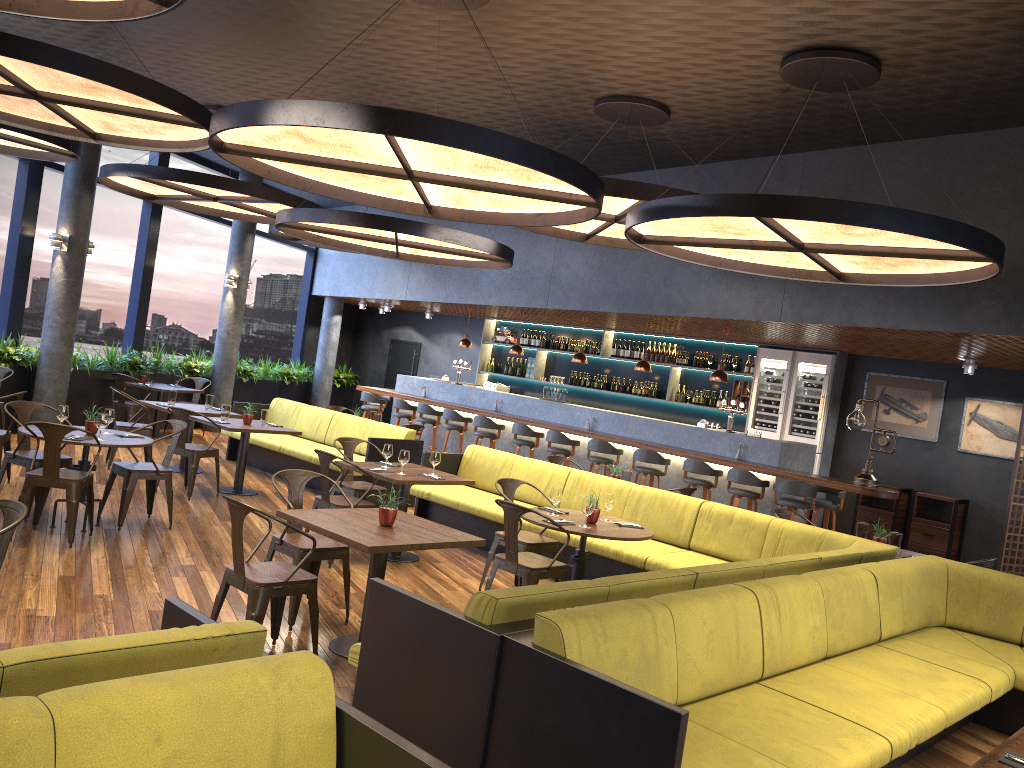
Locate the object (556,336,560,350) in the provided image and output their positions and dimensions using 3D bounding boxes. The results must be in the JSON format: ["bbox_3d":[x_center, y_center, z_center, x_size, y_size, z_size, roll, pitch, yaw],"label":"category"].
[{"bbox_3d":[0.827,-0.726,15.840,0.063,0.254,0.063,9,1,16],"label":"object"}]

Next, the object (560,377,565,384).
[{"bbox_3d":[0.898,-0.061,15.748,0.084,0.119,0.084,8,1,-2],"label":"object"}]

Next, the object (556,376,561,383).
[{"bbox_3d":[0.836,-0.072,15.808,0.084,0.119,0.084,8,1,-2],"label":"object"}]

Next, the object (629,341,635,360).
[{"bbox_3d":[2.019,-0.559,14.827,0.085,0.310,0.086,8,1,-36],"label":"object"}]

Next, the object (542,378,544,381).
[{"bbox_3d":[0.559,-0.086,15.993,0.042,0.059,0.042,9,1,5],"label":"object"}]

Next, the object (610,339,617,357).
[{"bbox_3d":[1.726,-0.605,14.975,0.085,0.310,0.086,8,1,-19],"label":"object"}]

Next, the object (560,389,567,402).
[{"bbox_3d":[0.772,0.177,13.380,0.105,0.209,0.105,8,1,-12],"label":"object"}]

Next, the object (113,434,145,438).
[{"bbox_3d":[-3.243,0.432,7.468,0.157,0.019,0.255,9,1,42],"label":"object"}]

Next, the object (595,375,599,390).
[{"bbox_3d":[1.464,-0.034,15.196,0.063,0.254,0.063,8,1,-29],"label":"object"}]

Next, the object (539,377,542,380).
[{"bbox_3d":[0.516,-0.094,16.084,0.042,0.059,0.042,9,1,5],"label":"object"}]

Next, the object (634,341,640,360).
[{"bbox_3d":[2.075,-0.548,14.647,0.085,0.310,0.086,8,1,-13],"label":"object"}]

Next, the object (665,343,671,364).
[{"bbox_3d":[2.510,-0.486,14.214,0.084,0.330,0.084,8,1,-40],"label":"object"}]

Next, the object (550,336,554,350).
[{"bbox_3d":[0.725,-0.742,15.898,0.063,0.254,0.063,9,1,26],"label":"object"}]

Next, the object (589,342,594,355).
[{"bbox_3d":[1.375,-0.616,15.268,0.068,0.217,0.068,9,1,28],"label":"object"}]

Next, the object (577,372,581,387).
[{"bbox_3d":[1.186,-0.082,15.562,0.063,0.254,0.063,8,1,1],"label":"object"}]

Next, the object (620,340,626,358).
[{"bbox_3d":[1.870,-0.582,14.844,0.085,0.310,0.086,8,1,-13],"label":"object"}]

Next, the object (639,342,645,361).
[{"bbox_3d":[2.157,-0.537,14.699,0.085,0.310,0.086,8,1,-6],"label":"object"}]

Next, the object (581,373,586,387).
[{"bbox_3d":[1.248,-0.071,15.446,0.063,0.254,0.063,8,1,-19],"label":"object"}]

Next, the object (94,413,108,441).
[{"bbox_3d":[-3.268,0.341,7.052,0.097,0.206,0.097,8,1,-40],"label":"object"}]

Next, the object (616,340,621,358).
[{"bbox_3d":[1.811,-0.594,15.024,0.085,0.310,0.086,8,1,-32],"label":"object"}]

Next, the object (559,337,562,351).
[{"bbox_3d":[0.875,-0.720,15.908,0.063,0.254,0.063,9,1,16],"label":"object"}]

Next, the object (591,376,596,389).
[{"bbox_3d":[1.430,-0.028,15.376,0.088,0.224,0.088,9,1,18],"label":"object"}]

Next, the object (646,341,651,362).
[{"bbox_3d":[2.234,-0.532,14.480,0.084,0.330,0.084,8,1,-40],"label":"object"}]

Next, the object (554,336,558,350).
[{"bbox_3d":[0.806,-0.731,15.969,0.063,0.254,0.063,9,1,21],"label":"object"}]

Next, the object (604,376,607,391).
[{"bbox_3d":[1.597,-0.014,15.171,0.063,0.254,0.063,9,1,16],"label":"object"}]

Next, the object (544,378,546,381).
[{"bbox_3d":[0.601,-0.080,16.004,0.042,0.059,0.042,9,1,5],"label":"object"}]

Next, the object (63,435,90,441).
[{"bbox_3d":[-3.405,0.418,6.931,0.157,0.019,0.255,8,1,-4],"label":"object"}]

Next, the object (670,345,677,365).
[{"bbox_3d":[2.613,-0.472,14.286,0.084,0.330,0.084,8,1,-40],"label":"object"}]

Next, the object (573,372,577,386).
[{"bbox_3d":[1.111,-0.092,15.498,0.063,0.254,0.063,9,1,31],"label":"object"}]

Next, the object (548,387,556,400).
[{"bbox_3d":[0.605,0.150,13.535,0.105,0.209,0.105,8,1,-12],"label":"object"}]

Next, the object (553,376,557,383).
[{"bbox_3d":[0.774,-0.082,15.867,0.084,0.119,0.084,8,1,-2],"label":"object"}]

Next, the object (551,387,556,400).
[{"bbox_3d":[0.643,0.158,13.418,0.105,0.209,0.105,8,1,-12],"label":"object"}]

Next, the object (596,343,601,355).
[{"bbox_3d":[1.500,-0.599,15.188,0.088,0.224,0.088,8,1,-32],"label":"object"}]

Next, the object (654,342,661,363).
[{"bbox_3d":[2.368,-0.510,14.352,0.084,0.330,0.084,8,1,-40],"label":"object"}]

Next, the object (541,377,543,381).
[{"bbox_3d":[0.554,-0.087,16.047,0.042,0.059,0.042,9,1,5],"label":"object"}]

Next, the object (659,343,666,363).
[{"bbox_3d":[2.439,-0.498,14.278,0.084,0.330,0.084,8,1,-40],"label":"object"}]

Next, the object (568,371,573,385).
[{"bbox_3d":[1.038,-0.104,15.568,0.063,0.254,0.063,9,1,16],"label":"object"}]

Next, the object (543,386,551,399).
[{"bbox_3d":[0.523,0.139,13.465,0.105,0.209,0.105,8,1,-12],"label":"object"}]

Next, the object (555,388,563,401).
[{"bbox_3d":[0.698,0.168,13.292,0.105,0.209,0.105,8,1,-12],"label":"object"}]

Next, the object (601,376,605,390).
[{"bbox_3d":[1.557,-0.019,15.096,0.063,0.254,0.063,8,1,-4],"label":"object"}]

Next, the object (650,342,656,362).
[{"bbox_3d":[2.302,-0.521,14.416,0.084,0.330,0.084,8,1,-40],"label":"object"}]

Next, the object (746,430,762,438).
[{"bbox_3d":[3.016,0.612,11.045,0.177,0.091,0.091,9,1,18],"label":"object"}]

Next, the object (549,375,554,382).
[{"bbox_3d":[0.713,-0.092,15.926,0.084,0.119,0.084,8,1,-2],"label":"object"}]

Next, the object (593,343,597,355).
[{"bbox_3d":[1.444,-0.607,15.331,0.068,0.217,0.068,8,1,-42],"label":"object"}]

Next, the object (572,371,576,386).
[{"bbox_3d":[1.097,-0.097,15.647,0.063,0.254,0.063,9,1,36],"label":"object"}]

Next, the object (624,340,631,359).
[{"bbox_3d":[1.935,-0.571,14.778,0.085,0.310,0.086,8,1,-19],"label":"object"}]

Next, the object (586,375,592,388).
[{"bbox_3d":[1.333,-0.041,15.314,0.088,0.224,0.088,8,1,-32],"label":"object"}]

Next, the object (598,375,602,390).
[{"bbox_3d":[1.524,-0.026,15.249,0.063,0.254,0.063,8,1,-14],"label":"object"}]

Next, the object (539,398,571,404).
[{"bbox_3d":[0.650,0.255,13.436,0.437,0.019,0.273,9,1,43],"label":"object"}]

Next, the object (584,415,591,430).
[{"bbox_3d":[1.088,0.545,12.600,0.114,0.203,0.069,9,1,33],"label":"object"}]

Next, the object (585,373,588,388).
[{"bbox_3d":[1.306,-0.063,15.513,0.063,0.254,0.063,9,1,16],"label":"object"}]

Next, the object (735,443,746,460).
[{"bbox_3d":[2.818,0.831,10.951,0.114,0.203,0.069,8,1,-12],"label":"object"}]

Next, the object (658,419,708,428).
[{"bbox_3d":[2.243,0.476,11.815,0.766,0.106,0.200,9,1,43],"label":"object"}]
